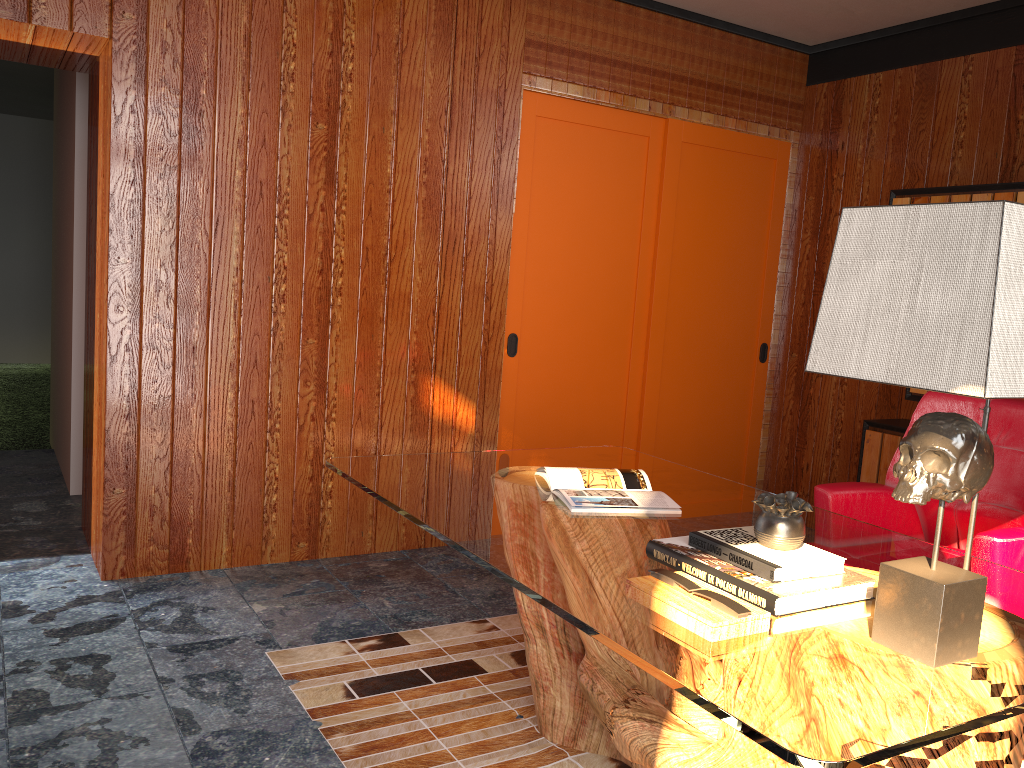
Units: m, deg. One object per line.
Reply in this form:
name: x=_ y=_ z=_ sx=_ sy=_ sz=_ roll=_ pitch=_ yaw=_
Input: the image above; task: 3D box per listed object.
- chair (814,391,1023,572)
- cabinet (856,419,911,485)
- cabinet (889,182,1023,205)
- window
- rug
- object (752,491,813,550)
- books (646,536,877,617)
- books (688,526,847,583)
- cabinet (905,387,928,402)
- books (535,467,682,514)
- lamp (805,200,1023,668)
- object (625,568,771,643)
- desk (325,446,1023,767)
chair: x=1.333 y=0.526 z=2.657 sx=0.839 sy=0.956 sz=0.621 roll=0 pitch=8 yaw=-31
cabinet: x=2.168 y=0.470 z=3.527 sx=0.321 sy=0.390 sz=1.653 roll=0 pitch=8 yaw=-31
cabinet: x=2.242 y=-0.576 z=3.408 sx=0.321 sy=0.390 sz=1.653 roll=0 pitch=8 yaw=-31
window: x=0.697 y=-0.309 z=4.519 sx=1.837 sy=2.164 sz=0.070 roll=0 pitch=8 yaw=-31
rug: x=0.870 y=0.998 z=2.364 sx=2.410 sy=0.042 sz=2.439 roll=0 pitch=8 yaw=-31
object: x=0.547 y=0.279 z=1.831 sx=0.118 sy=0.114 sz=0.121 roll=-1 pitch=8 yaw=-37
books: x=0.505 y=0.382 z=1.838 sx=0.286 sy=0.040 sz=0.366 roll=0 pitch=8 yaw=-31
books: x=0.524 y=0.348 z=1.840 sx=0.198 sy=0.029 sz=0.249 roll=0 pitch=7 yaw=-29
cabinet: x=2.305 y=-0.014 z=3.300 sx=0.321 sy=0.390 sz=1.653 roll=0 pitch=8 yaw=-31
books: x=0.259 y=0.284 z=2.502 sx=0.300 sy=0.049 sz=0.422 roll=3 pitch=7 yaw=-12
lamp: x=0.702 y=0.091 z=1.451 sx=0.316 sy=0.732 sz=0.316 roll=0 pitch=8 yaw=-31
object: x=0.332 y=0.391 z=1.607 sx=0.135 sy=0.049 sz=0.238 roll=0 pitch=8 yaw=-31
desk: x=0.368 y=0.666 z=2.235 sx=1.150 sy=0.632 sz=1.900 roll=0 pitch=8 yaw=-31
